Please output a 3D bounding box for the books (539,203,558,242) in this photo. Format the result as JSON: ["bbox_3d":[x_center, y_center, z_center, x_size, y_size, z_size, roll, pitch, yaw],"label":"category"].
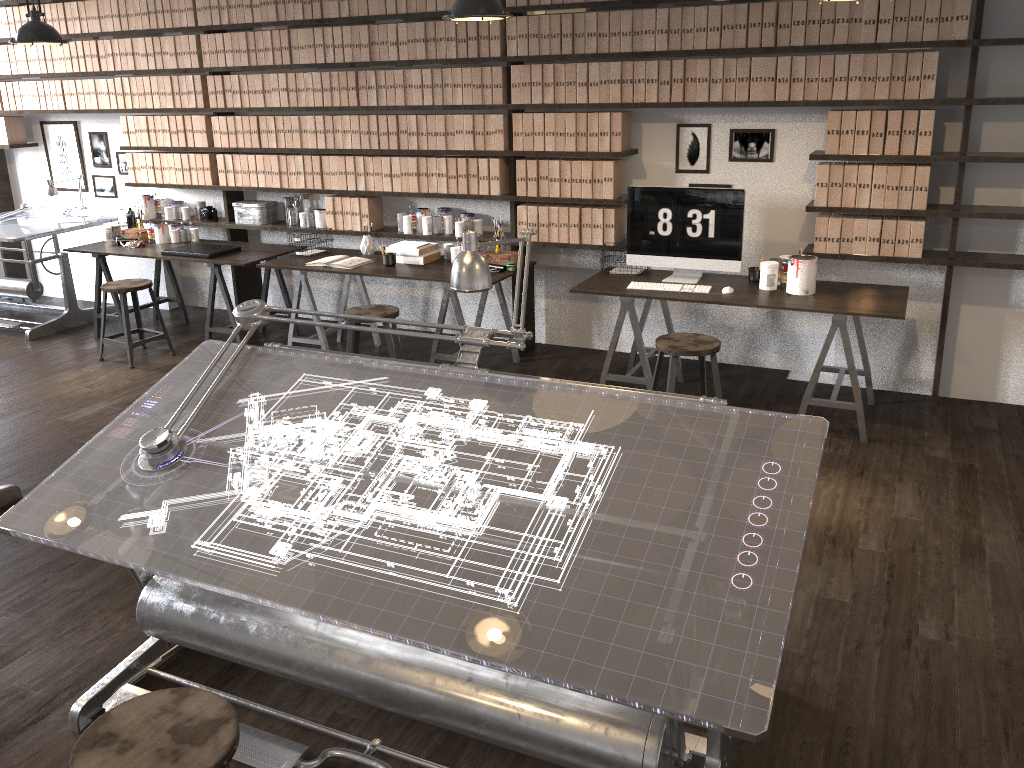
[{"bbox_3d":[0.229,-0.999,5.496,0.067,0.222,0.177,6,19,24],"label":"books"}]

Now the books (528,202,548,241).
[{"bbox_3d":[0.164,-1.008,5.525,0.067,0.222,0.177,6,19,24],"label":"books"}]

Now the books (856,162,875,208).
[{"bbox_3d":[1.867,-1.049,4.682,0.067,0.222,0.176,6,19,24],"label":"books"}]

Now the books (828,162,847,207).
[{"bbox_3d":[1.742,-1.066,4.741,0.067,0.222,0.177,6,19,24],"label":"books"}]

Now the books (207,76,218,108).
[{"bbox_3d":[-2.072,-2.077,6.300,0.067,0.222,0.177,6,19,24],"label":"books"}]

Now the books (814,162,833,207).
[{"bbox_3d":[1.676,-1.073,4.766,0.067,0.222,0.177,6,19,24],"label":"books"}]

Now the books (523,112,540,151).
[{"bbox_3d":[0.134,-1.534,5.384,0.067,0.222,0.177,6,19,24],"label":"books"}]

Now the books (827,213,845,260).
[{"bbox_3d":[1.758,-0.801,4.809,0.067,0.222,0.177,6,19,24],"label":"books"}]

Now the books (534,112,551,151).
[{"bbox_3d":[0.196,-1.525,5.352,0.067,0.222,0.177,6,19,24],"label":"books"}]

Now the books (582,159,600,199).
[{"bbox_3d":[0.480,-1.228,5.303,0.067,0.222,0.177,6,19,24],"label":"books"}]

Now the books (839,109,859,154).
[{"bbox_3d":[1.770,-1.321,4.649,0.067,0.222,0.176,6,19,24],"label":"books"}]

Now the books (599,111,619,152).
[{"bbox_3d":[0.570,-1.476,5.185,0.067,0.222,0.176,6,19,24],"label":"books"}]

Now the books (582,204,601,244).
[{"bbox_3d":[0.485,-0.969,5.388,0.067,0.222,0.177,6,19,24],"label":"books"}]

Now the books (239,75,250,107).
[{"bbox_3d":[-1.809,-2.042,6.181,0.067,0.222,0.176,6,19,24],"label":"books"}]

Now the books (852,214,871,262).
[{"bbox_3d":[1.877,-0.786,4.758,0.067,0.222,0.177,6,19,24],"label":"books"}]

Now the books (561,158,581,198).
[{"bbox_3d":[0.357,-1.246,5.365,0.067,0.222,0.176,6,19,24],"label":"books"}]

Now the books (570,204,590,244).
[{"bbox_3d":[0.414,-0.976,5.414,0.067,0.222,0.177,6,19,24],"label":"books"}]

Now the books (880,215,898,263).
[{"bbox_3d":[2.002,-0.771,4.704,0.067,0.222,0.177,6,19,24],"label":"books"}]

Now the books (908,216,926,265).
[{"bbox_3d":[2.122,-0.753,4.645,0.067,0.222,0.177,6,19,24],"label":"books"}]

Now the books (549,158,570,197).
[{"bbox_3d":[0.291,-1.253,5.390,0.067,0.222,0.176,6,19,24],"label":"books"}]

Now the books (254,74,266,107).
[{"bbox_3d":[-1.685,-2.024,6.119,0.067,0.222,0.177,6,19,24],"label":"books"}]

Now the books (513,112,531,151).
[{"bbox_3d":[0.071,-1.543,5.414,0.067,0.222,0.176,6,19,24],"label":"books"}]

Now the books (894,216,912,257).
[{"bbox_3d":[2.066,-0.763,4.677,0.067,0.222,0.176,6,19,24],"label":"books"}]

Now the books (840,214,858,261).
[{"bbox_3d":[1.820,-0.794,4.785,0.067,0.222,0.177,6,19,24],"label":"books"}]

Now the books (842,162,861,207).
[{"bbox_3d":[1.806,-1.058,4.714,0.067,0.222,0.176,6,19,24],"label":"books"}]

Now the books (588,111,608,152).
[{"bbox_3d":[0.507,-1.486,5.217,0.067,0.222,0.176,6,19,24],"label":"books"}]

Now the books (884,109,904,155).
[{"bbox_3d":[1.965,-1.294,4.556,0.067,0.222,0.177,6,19,24],"label":"books"}]

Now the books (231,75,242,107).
[{"bbox_3d":[-1.875,-2.050,6.206,0.067,0.222,0.176,6,19,24],"label":"books"}]

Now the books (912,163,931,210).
[{"bbox_3d":[2.115,-1.017,4.573,0.067,0.222,0.177,6,19,24],"label":"books"}]

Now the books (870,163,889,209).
[{"bbox_3d":[1.932,-1.039,4.649,0.067,0.222,0.177,6,19,24],"label":"books"}]

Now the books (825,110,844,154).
[{"bbox_3d":[1.706,-1.330,4.678,0.067,0.222,0.177,6,19,24],"label":"books"}]

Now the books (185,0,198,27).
[{"bbox_3d":[-2.187,-2.610,6.184,0.067,0.222,0.177,6,19,24],"label":"books"}]

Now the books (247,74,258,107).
[{"bbox_3d":[-1.744,-2.034,6.152,0.067,0.222,0.177,6,19,24],"label":"books"}]

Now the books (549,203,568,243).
[{"bbox_3d":[0.289,-0.993,5.474,0.067,0.222,0.177,6,19,24],"label":"books"}]

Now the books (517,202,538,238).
[{"bbox_3d":[0.100,-1.017,5.558,0.067,0.222,0.176,6,19,24],"label":"books"}]

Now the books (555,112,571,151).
[{"bbox_3d":[0.320,-1.510,5.300,0.067,0.222,0.177,6,19,24],"label":"books"}]

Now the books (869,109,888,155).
[{"bbox_3d":[1.899,-1.305,4.592,0.067,0.222,0.177,6,19,24],"label":"books"}]

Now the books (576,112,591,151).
[{"bbox_3d":[0.443,-1.494,5.246,0.067,0.222,0.177,6,19,24],"label":"books"}]

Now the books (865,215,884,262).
[{"bbox_3d":[1.936,-0.778,4.729,0.067,0.222,0.177,6,19,24],"label":"books"}]

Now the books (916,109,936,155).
[{"bbox_3d":[2.102,-1.278,4.498,0.067,0.222,0.177,6,19,24],"label":"books"}]

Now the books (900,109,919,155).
[{"bbox_3d":[2.035,-1.287,4.531,0.067,0.222,0.177,6,19,24],"label":"books"}]

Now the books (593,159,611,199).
[{"bbox_3d":[0.543,-1.222,5.280,0.067,0.222,0.177,6,19,24],"label":"books"}]

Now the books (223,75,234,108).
[{"bbox_3d":[-1.937,-2.059,6.239,0.067,0.222,0.177,6,19,24],"label":"books"}]

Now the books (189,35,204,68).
[{"bbox_3d":[-2.187,-2.349,6.266,0.067,0.222,0.177,6,19,24],"label":"books"}]

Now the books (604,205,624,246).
[{"bbox_3d":[0.613,-0.952,5.330,0.067,0.222,0.176,6,19,24],"label":"books"}]

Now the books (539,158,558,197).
[{"bbox_3d":[0.229,-1.263,5.423,0.067,0.222,0.177,6,19,24],"label":"books"}]

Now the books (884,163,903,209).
[{"bbox_3d":[1.992,-1.031,4.622,0.067,0.222,0.177,6,19,24],"label":"books"}]

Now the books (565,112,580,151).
[{"bbox_3d":[0.379,-1.500,5.269,0.067,0.222,0.177,6,19,24],"label":"books"}]

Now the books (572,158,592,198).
[{"bbox_3d":[0.422,-1.238,5.336,0.067,0.222,0.177,6,19,24],"label":"books"}]

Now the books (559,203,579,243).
[{"bbox_3d":[0.349,-0.986,5.449,0.067,0.222,0.177,6,19,24],"label":"books"}]

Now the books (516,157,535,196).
[{"bbox_3d":[0.093,-1.281,5.484,0.067,0.222,0.177,6,19,24],"label":"books"}]

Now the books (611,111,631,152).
[{"bbox_3d":[0.636,-1.469,5.160,0.067,0.222,0.177,6,19,24],"label":"books"}]

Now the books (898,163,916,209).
[{"bbox_3d":[2.051,-1.025,4.600,0.067,0.222,0.177,6,19,24],"label":"books"}]

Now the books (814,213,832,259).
[{"bbox_3d":[1.699,-0.810,4.841,0.067,0.222,0.177,6,19,24],"label":"books"}]

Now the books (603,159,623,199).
[{"bbox_3d":[0.599,-1.214,5.253,0.067,0.222,0.177,6,19,24],"label":"books"}]

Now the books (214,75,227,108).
[{"bbox_3d":[-2.008,-2.067,6.265,0.067,0.222,0.177,6,19,24],"label":"books"}]

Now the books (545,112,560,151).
[{"bbox_3d":[0.263,-1.516,5.324,0.067,0.222,0.177,6,19,24],"label":"books"}]

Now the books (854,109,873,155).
[{"bbox_3d":[1.833,-1.312,4.616,0.067,0.222,0.176,6,19,24],"label":"books"}]

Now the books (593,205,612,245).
[{"bbox_3d":[0.547,-0.959,5.355,0.067,0.222,0.176,6,19,24],"label":"books"}]
